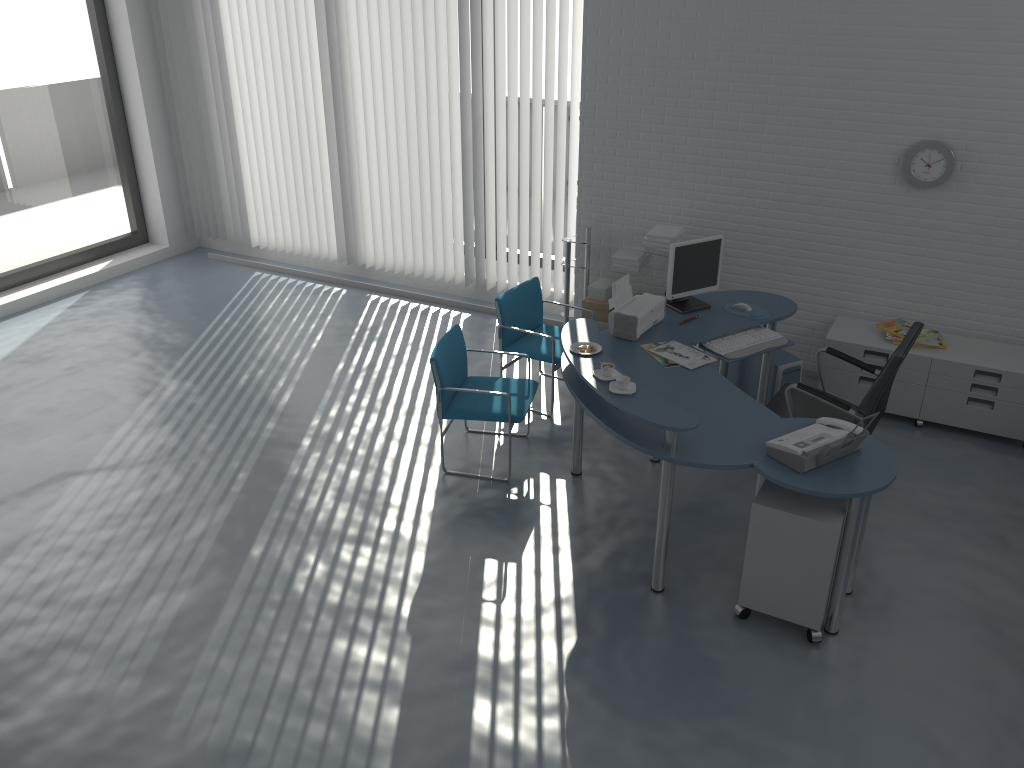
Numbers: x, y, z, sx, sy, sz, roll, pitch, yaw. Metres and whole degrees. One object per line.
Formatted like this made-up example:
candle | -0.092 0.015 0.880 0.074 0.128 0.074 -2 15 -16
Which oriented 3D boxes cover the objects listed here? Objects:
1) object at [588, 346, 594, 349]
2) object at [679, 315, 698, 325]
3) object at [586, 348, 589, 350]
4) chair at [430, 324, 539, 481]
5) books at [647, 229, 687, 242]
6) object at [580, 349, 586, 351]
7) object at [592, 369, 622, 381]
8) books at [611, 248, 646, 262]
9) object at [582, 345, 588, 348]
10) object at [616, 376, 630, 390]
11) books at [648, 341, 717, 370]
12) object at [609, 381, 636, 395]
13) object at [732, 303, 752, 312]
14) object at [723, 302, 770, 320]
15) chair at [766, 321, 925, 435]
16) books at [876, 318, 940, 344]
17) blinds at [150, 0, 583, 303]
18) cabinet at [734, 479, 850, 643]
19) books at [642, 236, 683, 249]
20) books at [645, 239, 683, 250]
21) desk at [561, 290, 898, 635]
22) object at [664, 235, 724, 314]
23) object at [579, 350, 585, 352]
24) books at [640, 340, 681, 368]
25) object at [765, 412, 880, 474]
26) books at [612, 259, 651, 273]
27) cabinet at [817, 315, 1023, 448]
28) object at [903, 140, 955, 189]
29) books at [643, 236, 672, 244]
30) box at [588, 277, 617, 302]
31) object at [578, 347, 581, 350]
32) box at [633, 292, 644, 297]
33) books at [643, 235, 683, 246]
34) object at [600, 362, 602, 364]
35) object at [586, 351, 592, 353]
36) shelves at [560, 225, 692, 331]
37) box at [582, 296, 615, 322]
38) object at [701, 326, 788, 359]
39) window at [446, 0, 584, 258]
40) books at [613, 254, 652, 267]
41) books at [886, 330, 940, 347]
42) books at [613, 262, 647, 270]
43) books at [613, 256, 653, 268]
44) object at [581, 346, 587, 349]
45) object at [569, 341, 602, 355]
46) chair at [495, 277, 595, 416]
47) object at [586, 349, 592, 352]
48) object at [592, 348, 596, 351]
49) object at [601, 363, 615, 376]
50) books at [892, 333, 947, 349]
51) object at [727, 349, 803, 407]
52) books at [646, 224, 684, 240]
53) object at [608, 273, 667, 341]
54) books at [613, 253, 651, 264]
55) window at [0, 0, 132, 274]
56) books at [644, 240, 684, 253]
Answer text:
object | 0.385 -0.179 4.336 0.027 0.005 0.025 -7 27 -14
object | 1.001 -0.362 5.033 0.178 0.013 0.013 -23 35 -39
object | 0.368 -0.169 4.326 0.025 0.005 0.027 6 27 12
chair | -0.154 0.094 5.045 0.543 0.707 0.542 6 27 11
books | 1.045 -1.014 5.985 0.190 0.015 0.270 13 29 25
object | 0.344 -0.165 4.307 0.027 0.005 0.025 3 26 7
object | 0.437 -0.042 4.065 0.119 0.016 0.119 -11 28 -22
books | 0.821 -0.904 6.161 0.190 0.015 0.270 11 29 22
object | 0.359 -0.183 4.355 0.025 0.005 0.027 -10 28 -18
object | 0.497 -0.004 3.935 0.078 0.049 0.062 -21 33 -36
books | 0.885 -0.150 4.609 0.200 0.010 0.300 -19 32 -33
object | 0.491 0.020 3.941 0.119 0.016 0.119 3 26 6
object | 1.345 -0.454 5.186 0.115 0.035 0.054 19 32 33
object | 1.375 -0.440 5.177 0.285 0.026 0.213 21 33 36
chair | 1.699 0.125 4.702 0.652 0.948 0.584 16 30 29
books | 2.446 -0.329 5.487 0.210 0.020 0.300 -13 29 -24
blinds | -1.321 -2.374 7.146 4.001 2.955 0.158 13 29 25
cabinet | 1.273 0.702 3.922 0.383 0.605 0.559 14 30 27
books | 1.022 -0.973 6.003 0.190 0.015 0.270 14 29 26
books | 1.031 -0.959 6.008 0.190 0.015 0.270 12 29 22
desk | 0.946 0.190 4.626 1.402 0.900 2.282 1 26 3
object | 1.026 -0.652 5.164 0.365 0.417 0.212 -14 29 -26
object | 0.341 -0.161 4.310 0.027 0.005 0.025 0 26 0
books | 0.825 -0.157 4.628 0.200 0.005 0.300 -8 27 -16
object | 1.302 0.167 3.656 0.405 0.280 0.399 -16 30 -28
books | 0.835 -0.839 6.197 0.190 0.015 0.270 12 29 24
cabinet | 2.602 -0.029 5.537 1.259 0.484 0.447 13 29 25
object | 2.476 -1.304 5.265 0.279 0.277 0.041 13 29 25
books | 1.023 -0.999 5.987 0.190 0.015 0.270 14 30 27
box | 0.656 -0.679 6.341 0.139 0.090 0.234 16 30 29
object | 0.335 -0.174 4.336 0.025 0.005 0.027 -12 29 -23
box | 0.916 -0.518 6.266 0.207 0.133 0.347 13 29 25
books | 1.026 -0.989 6.000 0.190 0.015 0.270 13 29 25
object | 0.433 -0.088 4.150 0.025 0.021 0.119 -7 27 -14
object | 0.372 -0.156 4.299 0.027 0.005 0.025 8 27 15
shelves | 0.827 -0.607 6.304 0.896 0.848 0.441 13 29 25
box | 0.656 -0.579 6.390 0.207 0.133 0.347 11 28 21
object | 1.290 -0.240 4.923 0.478 0.028 0.276 -15 30 -28
window | -0.750 -2.458 7.385 3.635 2.562 0.008 13 29 25
books | 0.840 -0.877 6.172 0.190 0.015 0.270 12 29 24
books | 2.474 -0.300 5.474 0.300 0.020 0.210 10 28 20
books | 0.835 -0.852 6.191 0.190 0.015 0.270 11 28 21
books | 0.844 -0.865 6.183 0.190 0.015 0.270 13 29 25
object | 0.353 -0.178 4.334 0.025 0.005 0.027 16 30 29
object | 0.360 -0.171 4.328 0.162 0.011 0.162 -9 28 -18
chair | 0.222 -0.254 5.750 0.543 0.707 0.542 16 30 29
object | 0.375 -0.166 4.309 0.025 0.005 0.027 9 28 17
object | 0.395 -0.167 4.321 0.025 0.005 0.027 -2 26 -4
object | 0.439 -0.066 4.061 0.062 0.049 0.078 8 27 16
books | 2.503 -0.280 5.477 0.300 0.020 0.210 5 27 11
object | 1.577 -0.020 5.592 0.199 0.422 0.471 -13 29 -24
books | 1.031 -1.027 5.975 0.190 0.015 0.270 10 28 20
object | 0.685 -0.438 4.893 0.197 0.273 0.392 16 30 29
books | 0.843 -0.893 6.172 0.190 0.015 0.270 14 29 26
window | -4.277 -2.066 6.807 0.008 2.691 2.824 13 29 25
books | 1.031 -0.946 6.015 0.190 0.015 0.270 13 29 25
